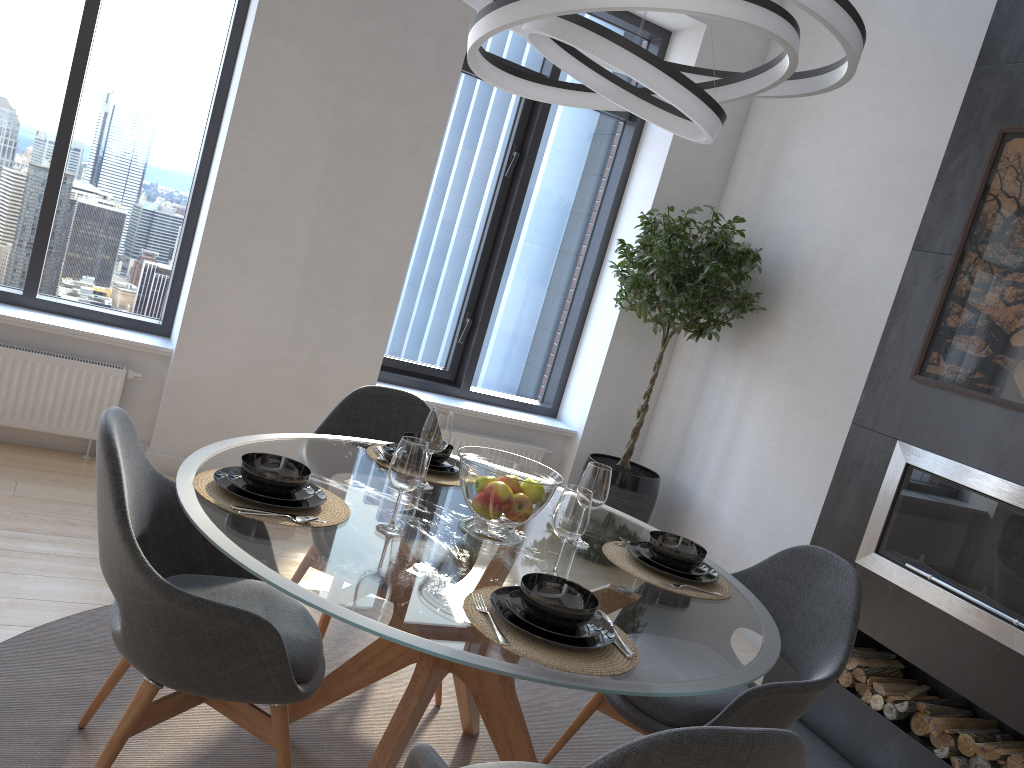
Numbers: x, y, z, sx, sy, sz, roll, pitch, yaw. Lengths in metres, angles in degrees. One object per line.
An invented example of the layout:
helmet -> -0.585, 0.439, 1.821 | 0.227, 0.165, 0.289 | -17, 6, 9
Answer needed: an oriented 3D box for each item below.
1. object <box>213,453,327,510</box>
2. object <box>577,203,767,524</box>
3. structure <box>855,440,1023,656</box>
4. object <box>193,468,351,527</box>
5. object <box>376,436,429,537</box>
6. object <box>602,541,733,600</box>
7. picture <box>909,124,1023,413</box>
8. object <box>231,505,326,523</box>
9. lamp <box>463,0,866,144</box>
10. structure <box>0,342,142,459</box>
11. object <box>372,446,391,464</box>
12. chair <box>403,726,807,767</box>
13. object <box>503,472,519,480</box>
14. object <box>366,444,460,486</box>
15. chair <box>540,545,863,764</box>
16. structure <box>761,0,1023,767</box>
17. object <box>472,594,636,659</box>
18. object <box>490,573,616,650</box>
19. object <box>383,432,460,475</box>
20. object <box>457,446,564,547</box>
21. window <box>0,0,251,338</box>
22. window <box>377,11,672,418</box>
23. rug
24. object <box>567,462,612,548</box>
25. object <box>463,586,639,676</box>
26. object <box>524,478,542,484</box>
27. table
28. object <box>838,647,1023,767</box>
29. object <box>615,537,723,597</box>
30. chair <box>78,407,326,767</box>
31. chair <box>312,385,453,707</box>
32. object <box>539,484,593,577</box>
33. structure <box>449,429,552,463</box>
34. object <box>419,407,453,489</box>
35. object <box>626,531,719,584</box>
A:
object -> -0.548, 0.219, 2.033 | 0.258, 0.074, 0.258 | 9, 11, -46
object -> 0.746, 0.014, 4.782 | 0.813, 2.019, 0.801 | 13, 8, -23
structure -> 1.761, 0.537, 3.070 | 0.295, 0.651, 1.010 | 13, 8, -27
object -> -0.549, 0.258, 2.043 | 0.360, 0.002, 0.360 | 18, 8, 15
object -> -0.250, 0.233, 2.026 | 0.083, 0.220, 0.083 | 21, 9, 35
object -> 0.415, 0.495, 2.375 | 0.360, 0.002, 0.360 | 22, 9, 37
picture -> 1.889, -0.362, 2.889 | 0.026, 0.990, 1.056 | 13, 8, -27
object -> -0.543, 0.253, 2.033 | 0.206, 0.015, 0.309 | 13, 8, -22
lamp -> 0.863, -2.783, 1.810 | 1.000, 4.513, 1.000 | 13, 8, -25
structure -> -2.273, 0.059, 4.043 | 1.015, 0.460, 0.110 | 13, 8, -27
object -> -0.273, 0.240, 2.712 | 0.309, 0.015, 0.206 | 13, 8, -22
chair -> 0.102, 0.852, 1.594 | 0.655, 0.891, 0.619 | 13, 8, -25
object -> -0.012, 0.258, 2.230 | 0.069, 0.062, 0.070 | 18, 8, 13
object -> -0.271, 0.248, 2.725 | 0.360, 0.002, 0.360 | 18, 8, 15
chair -> 0.554, 0.859, 2.523 | 0.619, 0.891, 0.655 | 14, 8, -20
structure -> 2.211, -1.547, 2.719 | 0.722, 6.351, 1.500 | 13, 8, -27
object -> 0.085, 0.474, 1.752 | 0.309, 0.015, 0.206 | 13, 8, -22
object -> 0.085, 0.442, 1.752 | 0.258, 0.074, 0.258 | 9, 11, -46
object -> -0.265, 0.210, 2.719 | 0.258, 0.074, 0.258 | 15, 7, -7
object -> -0.028, 0.289, 2.230 | 0.278, 0.184, 0.278 | 14, 8, -18
window -> -1.998, -1.520, 4.119 | 1.310, 2.402, 0.170 | 13, 8, -27
window -> 0.008, -1.074, 5.150 | 1.310, 2.402, 0.170 | 13, 8, -27
rug -> -0.276, 1.108, 2.332 | 2.499, 0.010, 2.499 | 22, 9, 36
object -> 0.204, 0.321, 2.358 | 0.083, 0.220, 0.083 | 19, 8, 24
object -> 0.077, 0.480, 1.749 | 0.360, 0.002, 0.360 | 22, 9, 37
object -> 0.050, 0.273, 2.258 | 0.068, 0.071, 0.070 | 21, 9, 35
table -> -0.172, 0.736, 2.291 | 1.499, 0.764, 1.499 | 11, 9, -37
object -> 1.604, 1.215, 3.183 | 0.363, 0.195, 1.005 | 12, 8, -28
object -> 0.410, 0.484, 2.381 | 0.206, 0.015, 0.309 | 14, 8, -17
chair -> -0.718, 0.550, 2.060 | 0.619, 0.891, 0.655 | 14, 8, -20
chair -> -0.439, 0.507, 2.982 | 0.655, 0.891, 0.619 | 13, 8, -25
object -> 0.122, 0.342, 2.018 | 0.083, 0.220, 0.083 | 16, 7, 1
structure -> -0.269, 0.505, 5.073 | 1.015, 0.460, 0.110 | 13, 8, -27
object -> -0.224, 0.179, 2.482 | 0.083, 0.220, 0.083 | 19, 8, 24
object -> 0.435, 0.460, 2.379 | 0.258, 0.074, 0.258 | 15, 7, -7
